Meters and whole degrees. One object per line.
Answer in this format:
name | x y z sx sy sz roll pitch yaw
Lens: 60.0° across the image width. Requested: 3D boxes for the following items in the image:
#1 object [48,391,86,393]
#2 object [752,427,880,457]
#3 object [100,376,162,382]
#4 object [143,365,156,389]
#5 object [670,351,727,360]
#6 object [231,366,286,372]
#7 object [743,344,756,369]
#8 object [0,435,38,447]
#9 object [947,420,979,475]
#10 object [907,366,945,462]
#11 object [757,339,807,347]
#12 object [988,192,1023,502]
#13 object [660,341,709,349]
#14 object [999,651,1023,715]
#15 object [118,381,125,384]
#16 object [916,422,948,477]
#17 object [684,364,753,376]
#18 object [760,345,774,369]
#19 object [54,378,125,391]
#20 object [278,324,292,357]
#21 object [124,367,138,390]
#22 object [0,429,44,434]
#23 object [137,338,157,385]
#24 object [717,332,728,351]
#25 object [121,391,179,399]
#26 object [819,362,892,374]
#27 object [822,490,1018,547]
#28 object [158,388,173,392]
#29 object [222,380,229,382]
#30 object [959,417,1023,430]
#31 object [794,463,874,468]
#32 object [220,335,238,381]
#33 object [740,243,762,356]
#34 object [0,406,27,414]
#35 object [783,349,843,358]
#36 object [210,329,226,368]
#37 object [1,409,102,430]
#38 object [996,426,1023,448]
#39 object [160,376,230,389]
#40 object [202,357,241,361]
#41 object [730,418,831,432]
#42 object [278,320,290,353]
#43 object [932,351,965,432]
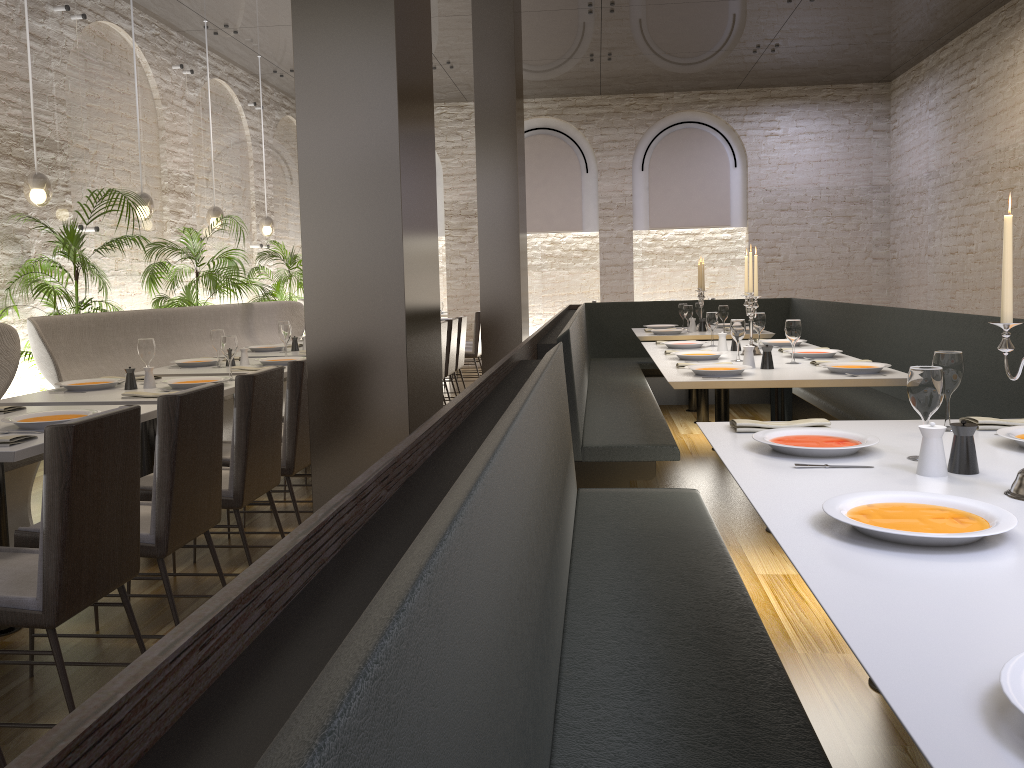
object | -2.089 0.038 4.168 0.185 0.010 0.017 -1 6 6
object | 0.805 0.159 2.359 0.321 0.036 0.323 2 7 25
object | -2.017 -0.027 4.687 0.273 0.033 0.143 -1 6 6
object | -1.758 -0.035 4.293 0.059 0.109 0.059 0 5 14
object | 1.069 -0.160 5.075 0.321 0.036 0.323 2 7 25
object | -1.457 -0.089 5.093 0.273 0.033 0.143 -1 6 6
object | 1.199 -0.138 4.486 0.069 0.126 0.069 1 5 29
object | -1.678 0.179 2.813 0.273 0.033 0.143 -1 6 6
object | 1.044 0.146 2.049 0.069 0.126 0.069 -2 5 -1
object | 1.024 0.073 2.194 0.086 0.230 0.087 0 5 18
object | 1.783 -0.269 5.855 0.321 0.036 0.323 -1 7 1
object | 1.072 -0.096 1.788 0.131 0.655 0.391 0 5 16
object | 1.151 -0.259 5.919 0.321 0.036 0.323 -1 7 1
object | 0.660 0.335 0.867 0.321 0.036 0.323 -4 7 -18
object | -2.054 -0.007 4.526 0.181 0.015 0.038 -1 6 7
object | 0.964 0.150 2.033 0.069 0.126 0.069 -2 5 -1
object | 0.990 -0.064 4.254 0.321 0.036 0.323 -1 7 3
object | 1.275 -0.134 4.429 0.069 0.126 0.069 2 6 37
object | -2.068 0.006 4.349 0.322 0.036 0.322 4 9 40
object | -1.465 -0.269 5.734 0.086 0.230 0.086 -1 5 12
object | -1.832 -0.029 4.255 0.059 0.109 0.059 0 5 14
object | -1.665 0.159 2.989 0.181 0.015 0.038 -1 6 7
object | -1.843 -0.114 4.476 0.086 0.230 0.086 -6 6 -42
object | 1.321 -0.265 5.563 0.069 0.126 0.069 -2 5 -1
object | -1.569 0.047 3.938 0.273 0.033 0.143 -1 6 6
object | 1.620 -0.073 4.190 0.321 0.036 0.323 -4 7 -18
object | 0.731 0.248 1.604 0.321 0.036 0.323 -4 7 -18
object | -1.555 0.027 4.113 0.181 0.015 0.038 -1 6 7
object | -1.520 -0.012 4.472 0.185 0.010 0.017 -1 6 6
object | 1.495 0.111 2.624 0.273 0.033 0.143 -1 6 6
object | 0.775 0.196 2.133 0.185 0.010 0.017 -1 6 6
object | -1.446 -0.132 4.542 0.086 0.230 0.086 -6 6 -42
object | 1.404 -0.498 5.207 0.131 0.655 0.391 0 5 16
object | -2.126 0.105 3.563 0.273 0.033 0.143 -1 6 6
object | 1.700 -0.169 5.011 0.321 0.036 0.323 2 7 25
object | -1.762 -0.212 5.309 0.086 0.230 0.086 -5 6 -36
object | -1.642 0.130 3.170 0.322 0.036 0.322 -3 7 -16
object | 1.436 0.150 2.294 0.321 0.036 0.323 2 7 25
object | -1.533 -0.002 4.294 0.322 0.036 0.322 4 9 40
object | -1.904 -0.163 5.842 0.273 0.033 0.143 -1 6 6
object | 0.810 0.121 2.691 0.273 0.033 0.143 -1 6 6
object | -1.652 -0.344 6.436 0.086 0.230 0.086 -6 6 -42
object | 1.277 0.020 2.596 0.086 0.230 0.087 0 5 18
